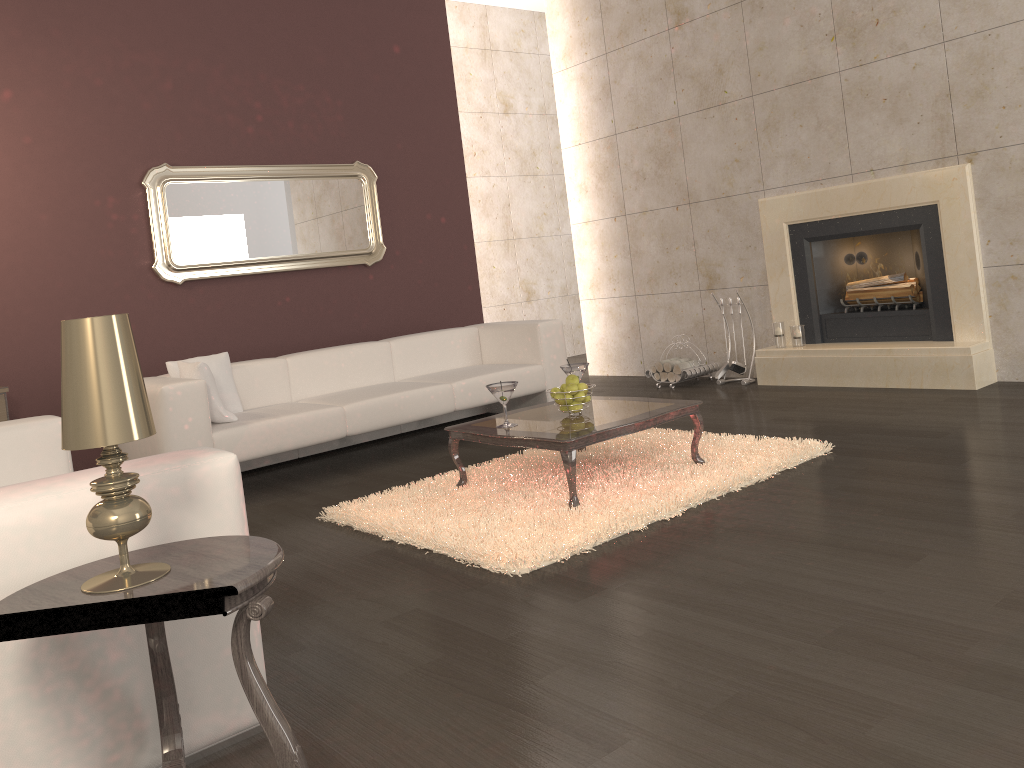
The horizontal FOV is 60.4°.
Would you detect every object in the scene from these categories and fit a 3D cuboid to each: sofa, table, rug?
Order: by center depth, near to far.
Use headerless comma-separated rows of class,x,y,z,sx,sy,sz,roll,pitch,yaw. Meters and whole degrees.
table,-0.652,0.612,1.621,0.515,0.520,0.524,-8,4,-16
sofa,-1.566,0.526,2.539,0.952,0.649,2.020,-11,7,-38
rug,0.310,0.440,4.061,2.016,0.067,1.504,-12,9,-39
table,0.294,0.292,4.082,0.923,0.302,0.901,-12,8,-40
sofa,-0.940,0.083,5.574,2.809,0.649,0.940,-12,7,-39

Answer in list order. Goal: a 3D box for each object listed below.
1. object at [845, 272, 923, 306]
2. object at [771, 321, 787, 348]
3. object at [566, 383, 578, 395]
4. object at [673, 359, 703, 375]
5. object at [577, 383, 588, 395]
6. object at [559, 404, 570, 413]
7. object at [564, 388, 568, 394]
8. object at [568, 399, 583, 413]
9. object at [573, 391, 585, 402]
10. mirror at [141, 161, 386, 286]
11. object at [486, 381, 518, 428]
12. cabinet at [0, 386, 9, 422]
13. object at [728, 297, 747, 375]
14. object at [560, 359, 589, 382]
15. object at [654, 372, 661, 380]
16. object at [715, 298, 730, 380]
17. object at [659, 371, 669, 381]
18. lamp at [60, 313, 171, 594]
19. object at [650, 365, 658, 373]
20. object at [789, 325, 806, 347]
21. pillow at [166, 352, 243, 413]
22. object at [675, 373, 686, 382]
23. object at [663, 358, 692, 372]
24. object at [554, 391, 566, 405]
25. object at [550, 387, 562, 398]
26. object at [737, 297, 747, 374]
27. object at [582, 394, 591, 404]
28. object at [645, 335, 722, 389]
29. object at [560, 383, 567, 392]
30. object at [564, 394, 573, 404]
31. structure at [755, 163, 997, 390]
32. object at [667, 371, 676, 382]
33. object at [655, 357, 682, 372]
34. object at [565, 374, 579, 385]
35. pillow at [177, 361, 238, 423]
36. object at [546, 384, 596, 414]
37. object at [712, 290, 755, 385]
object,2.532,-0.645,6.013,0.222,0.211,0.511,-10,6,-39
object,1.913,-0.352,6.307,0.098,0.183,0.098,-7,2,4
object,0.274,0.024,3.999,0.054,0.051,0.053,-10,5,-38
object,1.354,-0.132,6.775,0.264,0.079,0.080,-12,6,-39
object,0.323,0.025,4.055,0.056,0.061,0.063,-6,4,21
object,0.247,0.105,4.082,0.055,0.054,0.054,-9,4,-28
object,0.262,0.034,4.041,0.045,0.043,0.046,-5,4,22
object,0.290,0.099,4.036,0.069,0.063,0.068,-7,4,6
object,0.306,0.057,4.009,0.054,0.051,0.053,-9,4,-35
mirror,-1.707,-1.189,6.332,1.799,0.822,0.046,-11,3,-39
object,-0.036,0.082,3.983,0.150,0.216,0.153,-5,3,44
cabinet,-3.373,0.501,4.384,1.542,0.728,0.529,-11,5,-39
object,1.654,-0.354,6.563,0.137,0.587,0.069,-7,0,-15
object,0.323,-0.014,4.417,0.150,0.216,0.152,-6,3,27
object,1.224,-0.082,6.932,0.254,0.057,0.056,-12,6,-39
object,1.566,-0.343,6.624,0.125,0.602,0.116,-7,0,1
object,1.280,-0.080,6.890,0.278,0.074,0.082,-12,6,-39
lamp,-0.736,0.117,1.616,0.160,0.483,0.159,-7,1,-6
object,1.200,-0.134,6.955,0.254,0.057,0.056,-12,6,-39
object,2.027,-0.340,6.239,0.108,0.148,0.107,-9,3,-34
pillow,-1.775,0.018,5.090,0.380,0.361,0.168,-10,3,-41
object,1.356,-0.066,6.765,0.245,0.059,0.061,-12,6,-39
object,1.291,-0.148,6.842,0.254,0.076,0.079,-12,6,-39
object,0.226,0.065,4.040,0.065,0.066,0.067,-6,4,18
object,0.204,0.043,4.086,0.054,0.054,0.054,-6,4,14
object,1.682,-0.359,6.485,0.027,0.564,0.107,-7,0,44
object,0.339,0.068,4.074,0.052,0.048,0.051,-11,5,-44
object,1.331,-0.193,6.888,0.506,0.379,0.429,-10,5,-39
object,0.249,0.021,4.099,0.046,0.049,0.050,-8,4,-24
object,0.257,0.068,4.004,0.044,0.045,0.046,-4,5,43
structure,2.396,-0.693,5.946,0.593,1.337,1.519,-8,4,-39
object,1.317,-0.076,6.820,0.254,0.076,0.079,-12,6,-39
object,1.235,-0.154,6.908,0.254,0.082,0.081,-12,6,-39
object,0.278,-0.013,4.068,0.063,0.064,0.062,-10,4,-39
pillow,-1.683,0.041,4.819,0.187,0.357,0.374,-8,4,-40
object,0.279,0.078,4.068,0.233,0.118,0.236,-6,6,6
object,1.658,-0.354,6.568,0.218,0.697,0.261,-7,1,-39
